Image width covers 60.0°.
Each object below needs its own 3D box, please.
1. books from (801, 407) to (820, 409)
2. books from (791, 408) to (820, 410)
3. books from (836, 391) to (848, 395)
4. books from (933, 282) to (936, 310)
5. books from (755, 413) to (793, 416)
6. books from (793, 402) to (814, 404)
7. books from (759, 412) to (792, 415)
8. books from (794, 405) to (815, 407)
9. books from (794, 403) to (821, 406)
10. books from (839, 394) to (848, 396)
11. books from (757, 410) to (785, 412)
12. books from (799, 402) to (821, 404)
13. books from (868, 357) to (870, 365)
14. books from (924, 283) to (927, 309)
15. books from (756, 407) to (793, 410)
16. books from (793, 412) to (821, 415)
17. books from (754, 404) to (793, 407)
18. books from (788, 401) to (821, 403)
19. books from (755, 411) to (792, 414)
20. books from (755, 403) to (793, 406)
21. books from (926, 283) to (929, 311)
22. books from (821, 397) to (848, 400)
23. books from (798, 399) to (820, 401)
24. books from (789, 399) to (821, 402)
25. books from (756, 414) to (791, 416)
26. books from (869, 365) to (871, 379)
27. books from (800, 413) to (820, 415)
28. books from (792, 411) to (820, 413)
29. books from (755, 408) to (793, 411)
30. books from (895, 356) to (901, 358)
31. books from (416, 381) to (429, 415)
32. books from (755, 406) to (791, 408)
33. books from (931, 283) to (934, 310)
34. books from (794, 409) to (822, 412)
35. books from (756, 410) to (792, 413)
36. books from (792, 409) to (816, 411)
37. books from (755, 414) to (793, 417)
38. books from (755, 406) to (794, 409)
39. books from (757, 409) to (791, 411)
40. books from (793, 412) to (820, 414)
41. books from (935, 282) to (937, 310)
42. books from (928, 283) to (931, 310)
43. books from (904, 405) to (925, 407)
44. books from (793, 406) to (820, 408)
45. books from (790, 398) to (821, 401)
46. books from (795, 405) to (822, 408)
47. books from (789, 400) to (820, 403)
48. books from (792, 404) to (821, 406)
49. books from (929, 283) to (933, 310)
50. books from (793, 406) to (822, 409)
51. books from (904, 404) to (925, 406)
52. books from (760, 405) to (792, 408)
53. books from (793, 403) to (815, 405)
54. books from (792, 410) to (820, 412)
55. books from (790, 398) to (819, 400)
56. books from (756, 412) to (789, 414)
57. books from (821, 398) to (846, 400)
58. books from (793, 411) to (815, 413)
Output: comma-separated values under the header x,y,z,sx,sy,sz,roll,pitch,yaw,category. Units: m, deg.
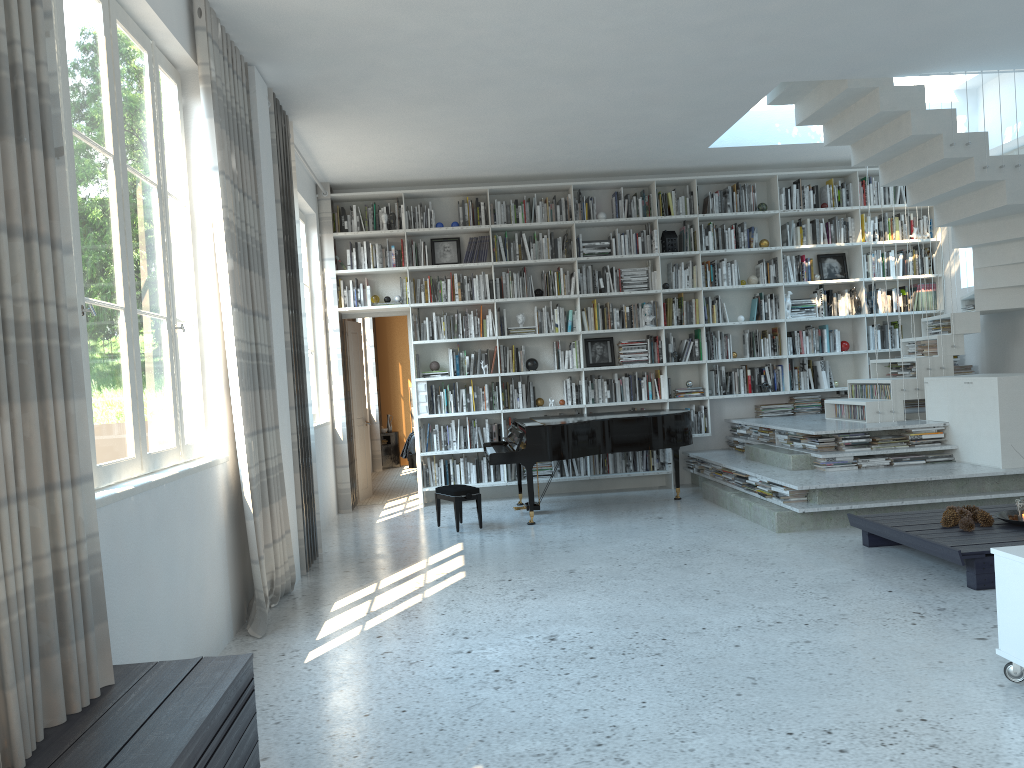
x,y,z,sx,sy,sz,roll,pitch,yaw,category
3.055,0.251,9.241,0.254,0.007,0.161,-4,0,-8,books
3.056,0.258,9.246,0.285,0.007,0.159,-4,0,-2,books
3.534,0.085,9.238,0.204,0.036,0.266,-4,0,-3,books
4.388,-0.910,9.298,0.018,0.293,0.169,-4,1,-4,books
2.723,0.312,9.215,0.345,0.007,0.193,-4,0,1,books
3.048,0.193,9.246,0.254,0.006,0.161,-4,0,-5,books
2.722,0.305,9.218,0.308,0.008,0.195,-4,0,0,books
3.053,0.224,9.247,0.254,0.007,0.161,-4,0,-3,books
3.052,0.210,9.250,0.285,0.007,0.159,-4,0,-4,books
3.551,0.113,9.240,0.159,0.012,0.285,-4,0,-8,books
2.721,0.274,9.228,0.308,0.008,0.195,-4,0,-4,books
3.049,0.199,9.244,0.285,0.005,0.159,-4,0,-6,books
3.686,-0.129,9.209,0.011,0.293,0.144,-4,1,-4,books
4.297,-0.904,9.302,0.018,0.293,0.169,-4,1,-4,books
2.722,0.252,9.223,0.345,0.007,0.193,-4,0,-2,books
3.056,0.306,9.252,0.285,0.007,0.159,-4,0,-4,books
2.721,0.222,9.222,0.345,0.007,0.193,-4,0,-6,books
3.048,0.188,9.247,0.285,0.005,0.159,-4,0,-3,books
2.722,0.290,9.223,0.345,0.007,0.193,-4,0,-6,books
2.720,0.215,9.222,0.345,0.007,0.193,-4,0,-2,books
4.315,-0.905,9.299,0.018,0.293,0.169,-4,1,-4,books
3.418,0.144,9.270,0.367,0.007,0.205,-4,0,-2,books
3.050,0.166,9.240,0.254,0.006,0.161,-4,0,0,books
3.047,0.172,9.239,0.285,0.005,0.159,-4,0,-8,books
2.723,0.320,9.218,0.308,0.008,0.195,-4,0,-8,books
3.669,-0.089,9.194,0.031,0.214,0.165,-4,1,-4,books
3.057,0.313,9.245,0.254,0.007,0.161,-4,0,-1,books
3.056,0.293,9.251,0.254,0.007,0.161,-4,0,-4,books
2.723,0.259,9.220,0.345,0.007,0.193,-4,0,-7,books
4.040,-0.148,9.235,0.012,0.285,0.159,-4,1,-4,books
-0.899,0.139,8.918,0.106,0.340,0.307,-4,1,-4,books
2.722,0.237,9.222,0.345,0.007,0.193,-4,0,-2,books
4.369,-0.909,9.308,0.018,0.293,0.169,-4,1,-4,books
3.057,0.272,9.239,0.285,0.007,0.159,-4,0,1,books
2.722,0.282,9.215,0.308,0.008,0.195,-4,0,-9,books
3.057,0.265,9.242,0.254,0.007,0.161,-4,0,-8,books
2.723,0.327,9.218,0.345,0.007,0.193,-4,0,0,books
2.723,0.244,9.214,0.345,0.007,0.193,-4,0,-9,books
2.724,0.267,9.215,0.308,0.008,0.195,-4,0,1,books
3.057,0.299,9.242,0.254,0.007,0.161,-4,0,0,books
4.405,-0.911,9.310,0.018,0.293,0.169,-4,1,-4,books
4.333,-0.906,9.305,0.018,0.293,0.169,-4,1,-4,books
4.215,0.224,9.322,0.327,0.008,0.207,-4,0,1,books
3.054,0.237,9.247,0.254,0.007,0.161,-4,0,-3,books
3.050,0.161,9.241,0.285,0.005,0.159,-4,0,-7,books
3.054,0.231,9.238,0.285,0.007,0.159,-4,0,-9,books
3.048,0.182,9.246,0.285,0.005,0.159,-4,0,-5,books
3.053,0.217,9.247,0.285,0.007,0.159,-4,0,-3,books
4.351,-0.907,9.301,0.018,0.293,0.169,-4,1,-4,books
3.055,0.244,9.241,0.285,0.007,0.159,-4,0,-8,books
4.214,0.217,9.327,0.327,0.008,0.207,-4,0,-1,books
2.721,0.230,9.222,0.308,0.008,0.195,-4,0,-2,books
3.049,0.204,9.249,0.254,0.006,0.161,-4,0,-4,books
3.055,0.279,9.241,0.285,0.007,0.159,-4,0,-8,books
3.050,0.155,9.237,0.254,0.006,0.161,-4,0,-9,books
2.721,0.297,9.223,0.308,0.008,0.195,-4,0,-2,books
3.419,0.152,9.261,0.367,0.007,0.205,-4,0,-9,books
3.055,0.286,9.248,0.254,0.007,0.161,-4,0,-3,books
